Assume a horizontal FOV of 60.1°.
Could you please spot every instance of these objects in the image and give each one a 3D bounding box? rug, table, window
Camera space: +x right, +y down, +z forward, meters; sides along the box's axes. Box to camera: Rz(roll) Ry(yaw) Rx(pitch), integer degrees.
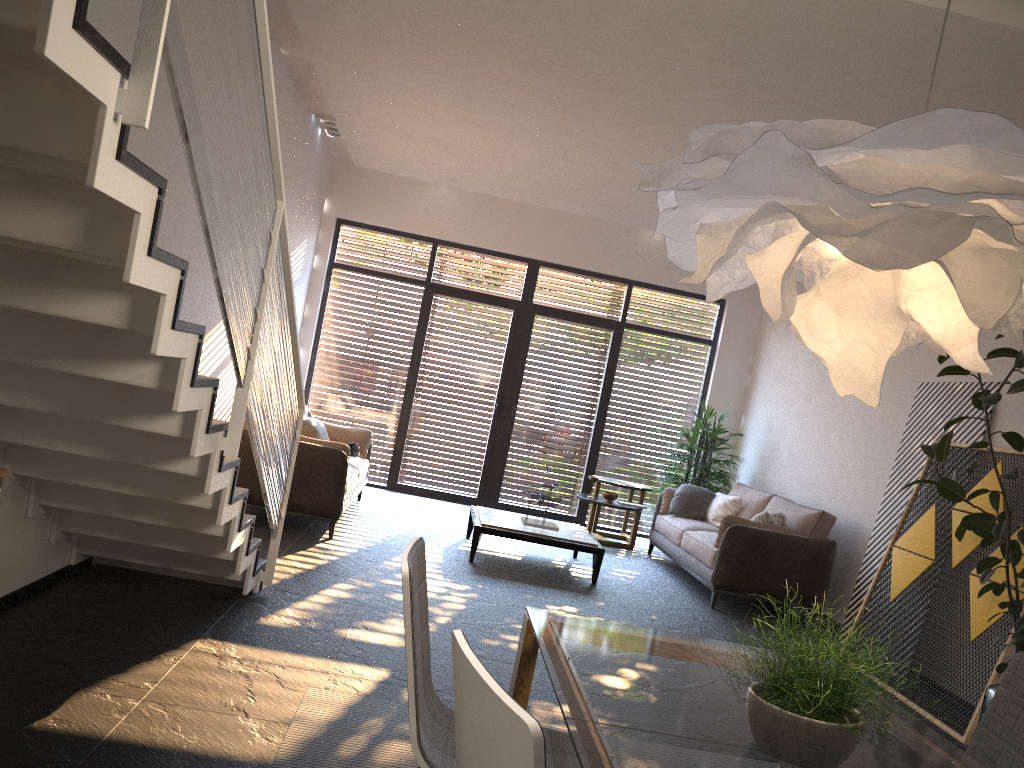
[{"bbox_3d":[0.461,1.470,1.879,2.373,0.006,3.679,11,-1,-4],"label":"rug"},{"bbox_3d":[0.527,1.122,1.848,0.998,0.715,1.796,11,0,-4],"label":"table"},{"bbox_3d":[-0.025,-0.026,10.340,4.946,3.034,0.458,11,2,-5],"label":"window"},{"bbox_3d":[0.155,1.332,7.476,1.050,0.307,1.113,11,-1,-4],"label":"table"}]

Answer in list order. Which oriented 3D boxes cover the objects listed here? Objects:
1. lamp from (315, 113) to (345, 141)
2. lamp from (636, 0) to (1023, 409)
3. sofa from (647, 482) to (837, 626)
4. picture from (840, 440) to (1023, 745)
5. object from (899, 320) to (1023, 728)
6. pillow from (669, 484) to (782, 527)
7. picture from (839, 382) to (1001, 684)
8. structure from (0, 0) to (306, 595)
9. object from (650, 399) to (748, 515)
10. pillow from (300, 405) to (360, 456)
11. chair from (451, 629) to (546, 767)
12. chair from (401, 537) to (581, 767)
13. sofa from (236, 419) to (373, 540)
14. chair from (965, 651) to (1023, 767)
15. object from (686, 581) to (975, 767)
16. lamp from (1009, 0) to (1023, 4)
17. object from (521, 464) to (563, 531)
[{"bbox_3d":[-1.722,-2.483,8.535,0.253,0.066,0.644,11,-1,-4],"label":"lamp"},{"bbox_3d":[1.236,-2.503,1.713,1.116,5.222,1.061,11,2,6],"label":"lamp"},{"bbox_3d":[2.022,1.399,8.080,0.994,0.921,2.317,11,0,-4],"label":"sofa"},{"bbox_3d":[2.655,1.142,5.368,0.387,1.608,1.494,11,1,-4],"label":"picture"},{"bbox_3d":[2.634,0.310,4.248,0.911,3.205,2.000,10,2,-27],"label":"object"},{"bbox_3d":[1.930,1.192,8.099,0.619,0.343,1.890,11,-1,-4],"label":"pillow"},{"bbox_3d":[2.772,0.959,6.127,0.208,2.023,0.955,11,2,-4],"label":"picture"},{"bbox_3d":[0.873,-2.699,0.677,4.237,8.324,8.443,11,1,-4],"label":"structure"},{"bbox_3d":[2.015,1.009,9.683,0.983,1.726,0.908,10,2,-39],"label":"object"},{"bbox_3d":[-1.996,0.485,8.230,0.952,0.709,1.020,11,0,20],"label":"pillow"},{"bbox_3d":[0.138,0.937,1.458,0.603,0.921,0.473,11,2,-19],"label":"chair"},{"bbox_3d":[-0.057,0.909,2.191,0.602,0.921,0.474,11,2,-2],"label":"chair"},{"bbox_3d":[-1.806,0.638,7.756,0.994,0.921,2.317,11,0,-4],"label":"sofa"},{"bbox_3d":[1.023,1.123,2.269,0.601,0.921,0.475,11,2,5],"label":"chair"},{"bbox_3d":[0.642,0.611,1.839,0.532,0.368,0.666,11,0,-9],"label":"object"},{"bbox_3d":[2.230,-1.766,3.862,0.645,0.066,0.253,11,-1,-5],"label":"lamp"},{"bbox_3d":[0.128,-1.171,3.155,0.365,4.481,8.909,11,0,7],"label":"object"}]
